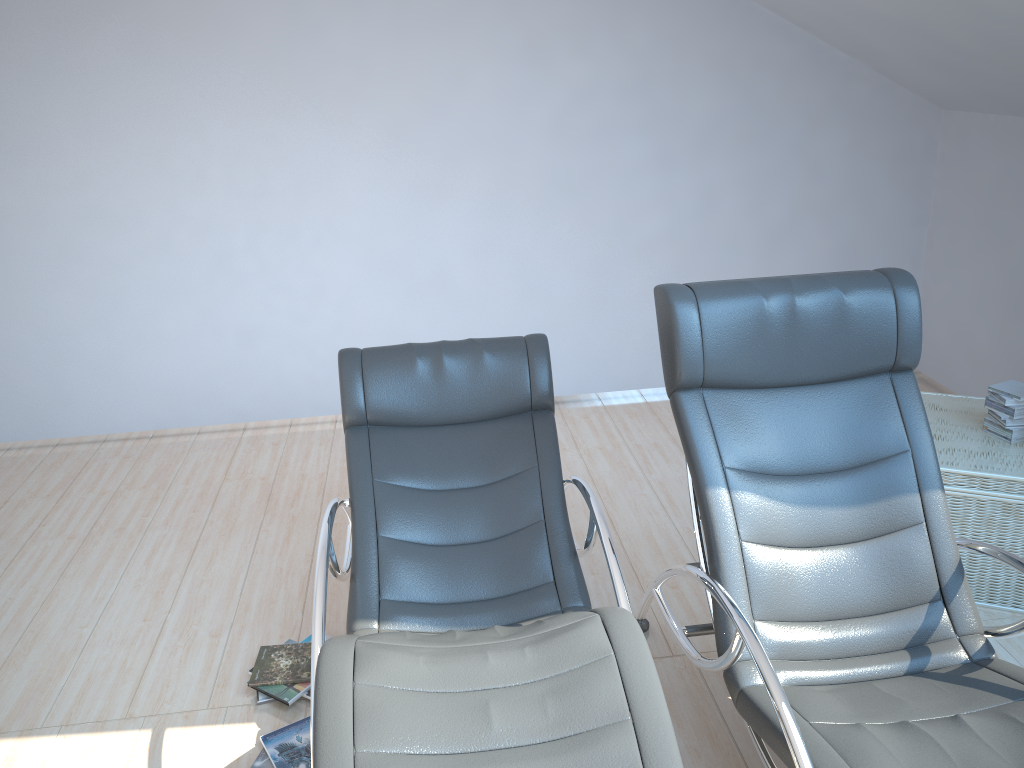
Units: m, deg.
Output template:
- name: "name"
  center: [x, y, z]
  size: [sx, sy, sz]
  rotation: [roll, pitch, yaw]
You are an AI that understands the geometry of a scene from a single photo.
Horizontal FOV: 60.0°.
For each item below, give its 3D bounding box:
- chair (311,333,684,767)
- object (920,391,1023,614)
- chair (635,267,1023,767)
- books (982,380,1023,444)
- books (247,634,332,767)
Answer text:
- name: "chair"
  center: [-0.120, 0.590, 2.462]
  size: [0.836, 0.953, 2.114]
  rotation: [-5, 21, -6]
- name: "object"
  center: [1.872, 0.428, 3.289]
  size: [0.745, 0.518, 0.744]
  rotation: [6, 22, 22]
- name: "chair"
  center: [0.901, 0.546, 2.029]
  size: [0.836, 1.251, 1.938]
  rotation: [-5, 21, -6]
- name: "books"
  center: [1.813, 0.102, 3.210]
  size: [0.162, 0.184, 0.165]
  rotation: [-5, 21, -7]
- name: "books"
  center: [0.464, 1.482, 1.052]
  size: [1.045, 0.222, 4.790]
  rotation: [-18, 26, -36]
